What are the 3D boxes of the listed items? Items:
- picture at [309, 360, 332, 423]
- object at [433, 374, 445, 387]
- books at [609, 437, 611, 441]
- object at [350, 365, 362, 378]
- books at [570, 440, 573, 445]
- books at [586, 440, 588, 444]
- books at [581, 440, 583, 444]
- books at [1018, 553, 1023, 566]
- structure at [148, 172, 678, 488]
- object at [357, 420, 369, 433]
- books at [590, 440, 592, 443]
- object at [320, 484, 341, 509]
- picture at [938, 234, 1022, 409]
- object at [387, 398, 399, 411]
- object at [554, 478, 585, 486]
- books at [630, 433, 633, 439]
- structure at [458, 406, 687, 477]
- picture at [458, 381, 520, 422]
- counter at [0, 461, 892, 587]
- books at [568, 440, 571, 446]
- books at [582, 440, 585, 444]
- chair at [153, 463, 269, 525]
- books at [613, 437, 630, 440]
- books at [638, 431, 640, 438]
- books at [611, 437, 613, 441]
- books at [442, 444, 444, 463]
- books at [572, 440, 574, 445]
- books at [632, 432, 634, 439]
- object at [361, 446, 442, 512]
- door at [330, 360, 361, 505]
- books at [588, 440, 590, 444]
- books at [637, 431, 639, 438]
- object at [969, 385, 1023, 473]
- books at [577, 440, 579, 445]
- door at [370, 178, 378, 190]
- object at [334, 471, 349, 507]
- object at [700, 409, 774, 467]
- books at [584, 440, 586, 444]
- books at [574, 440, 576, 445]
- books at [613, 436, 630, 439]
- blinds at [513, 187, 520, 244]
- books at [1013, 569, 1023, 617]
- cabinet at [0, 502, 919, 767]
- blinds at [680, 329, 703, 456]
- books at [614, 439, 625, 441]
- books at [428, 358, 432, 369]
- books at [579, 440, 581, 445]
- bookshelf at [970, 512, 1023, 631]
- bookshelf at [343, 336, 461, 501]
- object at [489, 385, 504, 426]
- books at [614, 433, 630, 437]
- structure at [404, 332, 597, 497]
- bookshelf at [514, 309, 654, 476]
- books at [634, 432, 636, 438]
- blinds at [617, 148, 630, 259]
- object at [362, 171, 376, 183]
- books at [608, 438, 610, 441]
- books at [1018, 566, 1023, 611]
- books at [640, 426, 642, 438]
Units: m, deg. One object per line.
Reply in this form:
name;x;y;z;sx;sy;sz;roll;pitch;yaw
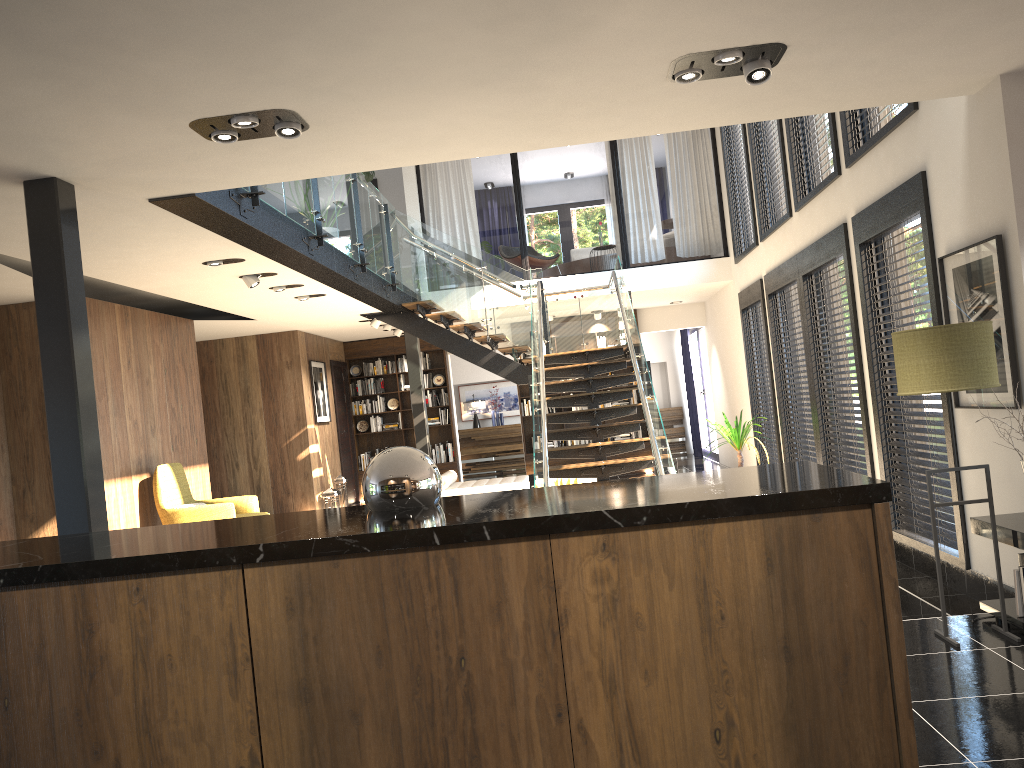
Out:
picture;-2.841;0.117;13.167;0.028;0.911;0.748;-6;-1;4
object;-1.226;-0.056;14.871;0.212;0.222;0.082;-6;-1;4
books;1.622;0.916;14.646;0.025;0.199;0.149;-6;-1;4
object;-2.635;-0.219;14.966;0.212;0.222;0.082;-6;-1;4
books;0.984;0.954;14.689;0.030;0.262;0.173;-6;-1;4
books;1.237;0.930;14.674;0.034;0.255;0.194;-6;-1;4
books;1.153;0.939;14.666;0.025;0.255;0.202;-6;-1;4
books;2.457;0.923;4.116;0.176;0.284;0.030;-6;-1;4
structure;-0.274;0.064;8.615;3.447;4.867;7.281;-6;-1;3
object;-2.519;0.721;14.976;0.212;0.222;0.082;-6;-1;4
books;1.295;0.911;14.666;0.028;0.280;0.154;-6;-1;4
object;-2.572;1.667;12.633;0.262;0.483;0.262;-6;-1;4
picture;2.602;-0.315;4.967;0.028;0.911;0.748;-6;-1;4
object;-2.000;0.346;14.941;0.212;0.222;0.082;-6;-1;4
object;0.815;1.469;12.337;0.466;0.510;1.167;-6;-1;4
books;1.968;0.854;14.619;0.026;0.246;0.149;-6;-1;4
structure;0.356;1.281;18.255;6.277;0.981;0.886;-6;-1;4
picture;0.671;0.227;18.431;3.543;0.748;0.035;-6;-1;4
counter;-0.936;0.430;2.368;3.574;0.041;0.698;-6;-2;4
books;0.949;0.932;14.681;0.035;0.312;0.160;-6;-1;4
books;1.179;0.911;14.684;0.032;0.305;0.155;-6;-1;4
chair;-2.946;1.292;8.794;1.031;1.097;0.807;-6;-1;3
books;1.810;0.902;14.639;0.263;0.024;0.167;-6;-2;-1
books;2.093;0.837;14.612;0.023;0.254;0.191;-6;-1;4
books;1.645;0.894;14.636;0.026;0.238;0.159;-6;-1;4
books;-1.151;1.166;14.879;0.011;0.300;0.154;-6;-1;4
books;1.012;0.945;14.705;0.025;0.274;0.150;-6;-1;4
books;1.991;0.812;14.619;0.030;0.326;0.195;-6;-1;4
object;-0.311;0.289;2.510;0.227;0.228;0.227;-5;-1;-35
door;-2.732;0.803;14.380;0.104;2.347;0.931;-6;-1;4
books;1.269;0.929;14.674;0.029;0.250;0.142;-6;-1;4
books;2.072;0.850;14.622;0.022;0.234;0.178;-6;-1;4
object;2.395;0.277;4.215;0.607;0.744;0.407;-5;-1;-36
books;1.094;0.933;14.696;0.031;0.280;0.141;-6;-1;4
door;-2.601;-2.226;14.921;0.931;2.347;0.104;-6;-1;4
object;-2.466;1.582;12.857;0.182;0.642;0.182;-6;-1;4
object;2.686;0.980;10.474;0.876;1.337;0.830;-6;-1;-7
books;1.209;0.937;14.669;0.023;0.246;0.149;-6;-1;4
books;1.037;0.941;14.678;0.030;0.276;0.160;-6;-1;4
books;1.809;0.878;14.650;0.251;0.026;0.148;-6;-2;0
blinds;0.131;-2.708;18.075;0.472;2.698;0.134;-6;-1;5
books;2.423;0.959;4.091;0.196;0.218;0.023;-6;-1;4
cabinet;-0.883;0.946;2.361;3.564;0.994;0.698;-6;-1;4
blinds;3.458;0.071;17.275;0.161;2.770;1.080;-6;-1;2
books;1.814;0.927;14.651;0.250;0.026;0.148;-6;-2;1
books;-1.385;-0.340;14.944;0.022;0.195;0.135;-6;-1;4
books;1.124;0.921;14.693;0.032;0.298;0.169;-6;-1;4
bookshelf;2.451;0.884;3.778;0.356;0.500;1.304;-6;-1;4
bookshelf;-1.840;0.548;14.939;1.703;2.682;0.273;-6;-1;4
object;-0.329;0.459;18.354;0.272;0.860;0.270;-6;-1;18
books;1.805;0.849;14.636;0.288;0.030;0.175;-6;-2;8
structure;-0.032;0.551;12.392;3.782;3.244;1.149;-6;-1;4
bookshelf;1.161;0.222;14.728;2.090;2.682;0.273;-6;-1;4
books;2.020;0.817;14.619;0.027;0.311;0.149;-6;-1;4
blinds;1.668;-3.030;12.397;0.670;2.698;0.134;-6;-1;4
object;-2.042;-2.036;9.581;1.464;1.554;1.261;-6;-1;-8
books;1.595;0.887;14.661;0.024;0.263;0.174;-6;-1;4
books;2.424;0.944;4.032;0.194;0.244;0.036;-6;-1;4
books;2.114;0.825;14.604;0.025;0.274;0.204;-6;-1;4
